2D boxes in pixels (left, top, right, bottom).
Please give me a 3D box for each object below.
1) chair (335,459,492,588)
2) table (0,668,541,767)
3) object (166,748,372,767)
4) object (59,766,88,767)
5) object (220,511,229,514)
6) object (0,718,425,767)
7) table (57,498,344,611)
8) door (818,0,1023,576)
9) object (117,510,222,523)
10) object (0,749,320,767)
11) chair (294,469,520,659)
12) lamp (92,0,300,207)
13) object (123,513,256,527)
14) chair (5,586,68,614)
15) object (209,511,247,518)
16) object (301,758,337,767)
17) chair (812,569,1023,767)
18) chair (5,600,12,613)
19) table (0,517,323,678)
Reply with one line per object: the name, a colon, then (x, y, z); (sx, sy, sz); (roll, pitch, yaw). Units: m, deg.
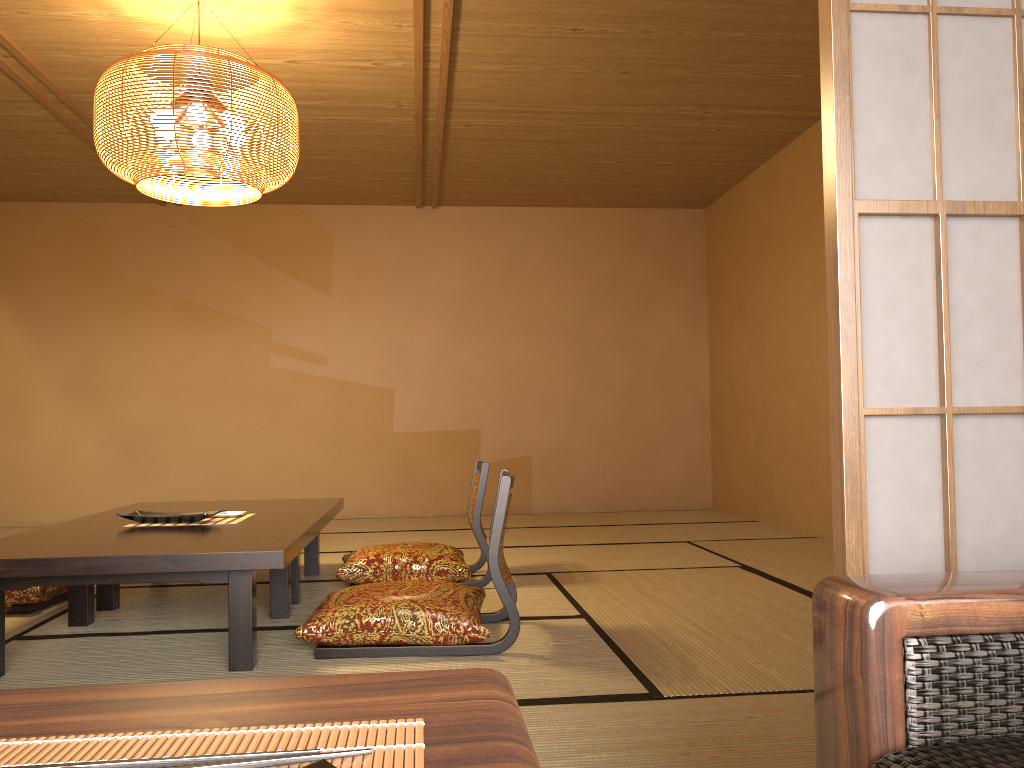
chair: (-0.440, 0.627, 4.029); (0.699, 0.546, 0.583); (-1, -2, -7)
table: (-0.235, 0.461, 0.395); (0.540, 0.500, 0.540); (-1, -2, -6)
object: (-0.191, 0.210, 0.479); (0.230, 0.007, 0.006); (0, -2, -17)
object: (-0.159, 0.197, 0.443); (0.130, 0.026, 0.038); (0, -3, -22)
object: (-1.155, 0.515, 3.540); (0.050, 0.018, 0.015); (0, -2, -9)
object: (-0.240, 0.211, 0.403); (0.401, 0.003, 0.300); (-1, -3, -6)
table: (-1.287, 0.730, 3.913); (0.994, 0.356, 0.995); (-1, -3, -6)
door: (0.954, -0.230, 1.334); (0.992, 1.933, 0.040); (-1, -2, -6)
object: (-1.286, 0.500, 3.334); (0.349, 0.039, 0.129); (-1, -3, 7)
object: (-0.224, 0.211, 0.491); (0.230, 0.007, 0.006); (0, -2, -11)
chair: (-0.321, 0.570, 2.949); (0.686, 0.546, 0.583); (-1, -2, -2)
lamp: (-1.284, -1.200, 3.647); (0.798, 0.825, 0.799); (-2, -2, 18)
object: (-1.229, 0.524, 3.423); (0.401, 0.003, 0.398); (-1, -3, -6)
chair: (-2.167, 0.636, 3.672); (0.686, 0.546, 0.583); (-1, -2, -2)
object: (-1.160, 0.520, 3.526); (0.180, 0.014, 0.130); (-1, -3, -4)
object: (-0.081, 0.200, 0.434); (0.050, 0.018, 0.015); (-3, -3, 36)
chair: (0.791, 0.317, 0.545); (0.943, 0.779, 0.873); (-1, -2, -6)
chair: (-2.073, 0.591, 2.825); (0.699, 0.546, 0.583); (-1, -2, -7)
table: (-1.183, 0.677, 2.924); (0.994, 0.356, 0.995); (-1, -3, -6)
